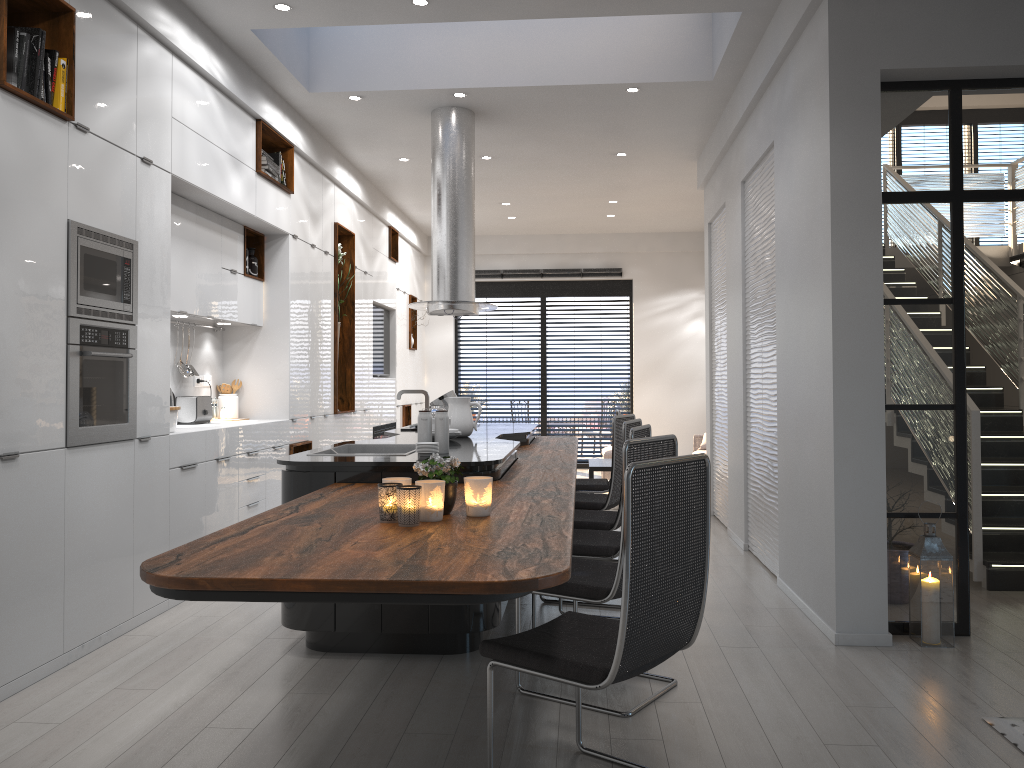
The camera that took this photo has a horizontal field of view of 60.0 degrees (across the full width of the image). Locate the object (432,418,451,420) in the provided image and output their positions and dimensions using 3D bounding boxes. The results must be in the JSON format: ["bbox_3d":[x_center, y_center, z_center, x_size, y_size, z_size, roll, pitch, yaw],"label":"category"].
[{"bbox_3d":[-0.440,0.237,5.404,0.138,0.051,0.138,0,0,-15],"label":"object"}]

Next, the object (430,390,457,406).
[{"bbox_3d":[-0.523,0.153,6.901,0.249,0.212,0.256,-1,-1,40],"label":"object"}]

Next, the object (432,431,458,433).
[{"bbox_3d":[-0.440,0.295,5.402,0.229,0.016,0.229,0,0,1],"label":"object"}]

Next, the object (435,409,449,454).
[{"bbox_3d":[-0.343,0.230,4.340,0.071,0.219,0.071,-1,-2,30],"label":"object"}]

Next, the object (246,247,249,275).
[{"bbox_3d":[-2.028,-0.947,6.607,0.124,0.275,0.124,0,-1,-7],"label":"object"}]

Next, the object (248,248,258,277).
[{"bbox_3d":[-2.013,-0.926,6.800,0.123,0.231,0.123,0,-1,6],"label":"object"}]

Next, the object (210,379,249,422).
[{"bbox_3d":[-2.149,0.120,6.700,0.221,0.316,0.330,0,-1,4],"label":"object"}]

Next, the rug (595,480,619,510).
[{"bbox_3d":[1.211,1.202,9.802,1.623,0.020,2.519,0,0,4],"label":"rug"}]

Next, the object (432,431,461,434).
[{"bbox_3d":[-0.439,0.310,5.402,0.264,0.033,0.264,0,0,41],"label":"object"}]

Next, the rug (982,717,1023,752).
[{"bbox_3d":[2.783,1.201,2.368,2.276,0.020,1.584,0,0,4],"label":"rug"}]

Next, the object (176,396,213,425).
[{"bbox_3d":[-2.201,0.180,6.153,0.177,0.195,0.260,0,0,5],"label":"object"}]

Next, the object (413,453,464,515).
[{"bbox_3d":[-0.242,0.330,2.956,0.151,0.206,0.157,-1,-1,22],"label":"object"}]

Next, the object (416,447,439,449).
[{"bbox_3d":[-0.399,0.309,4.188,0.111,0.023,0.111,0,0,17],"label":"object"}]

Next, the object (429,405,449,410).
[{"bbox_3d":[-0.515,0.240,6.901,0.253,0.147,0.266,0,0,-43],"label":"object"}]

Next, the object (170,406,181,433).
[{"bbox_3d":[-2.090,0.205,5.034,0.380,0.148,0.263,0,0,4],"label":"object"}]

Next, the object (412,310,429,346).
[{"bbox_3d":[-1.331,-0.785,11.799,0.480,0.627,0.315,0,-1,-4],"label":"object"}]

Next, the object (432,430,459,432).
[{"bbox_3d":[-0.440,0.290,5.402,0.229,0.016,0.229,0,0,1],"label":"object"}]

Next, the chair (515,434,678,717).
[{"bbox_3d":[0.333,0.715,3.589,0.536,1.019,0.470,-1,-1,34],"label":"chair"}]

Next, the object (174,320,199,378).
[{"bbox_3d":[-2.262,-0.235,6.143,0.069,0.389,0.320,0,-1,6],"label":"object"}]

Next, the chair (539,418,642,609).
[{"bbox_3d":[0.446,0.713,5.122,0.536,1.019,0.470,-1,-1,19],"label":"chair"}]

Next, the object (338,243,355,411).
[{"bbox_3d":[-1.673,-0.549,8.389,0.322,1.615,0.323,-1,-2,30],"label":"object"}]

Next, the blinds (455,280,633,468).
[{"bbox_3d":[0.465,-0.146,12.962,2.584,2.722,0.358,0,-1,4],"label":"blinds"}]

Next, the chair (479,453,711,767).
[{"bbox_3d":[0.249,0.717,2.655,0.536,1.019,0.470,-1,-1,39],"label":"chair"}]

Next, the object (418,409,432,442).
[{"bbox_3d":[-0.426,0.231,4.337,0.071,0.219,0.071,1,-2,-31],"label":"object"}]

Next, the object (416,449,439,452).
[{"bbox_3d":[-0.399,0.322,4.188,0.111,0.023,0.111,0,0,17],"label":"object"}]

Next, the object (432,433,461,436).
[{"bbox_3d":[-0.439,0.317,5.402,0.264,0.033,0.264,0,0,41],"label":"object"}]

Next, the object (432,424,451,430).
[{"bbox_3d":[-0.440,0.266,5.403,0.138,0.051,0.138,0,0,-15],"label":"object"}]

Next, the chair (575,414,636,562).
[{"bbox_3d":[0.507,0.712,5.933,0.536,1.019,0.470,-1,-1,24],"label":"chair"}]

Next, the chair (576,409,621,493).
[{"bbox_3d":[0.571,0.711,6.894,0.536,1.019,0.470,0,-1,4],"label":"chair"}]

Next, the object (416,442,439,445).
[{"bbox_3d":[-0.399,0.290,4.189,0.111,0.023,0.111,0,0,17],"label":"object"}]

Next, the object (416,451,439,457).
[{"bbox_3d":[-0.399,0.328,4.188,0.111,0.023,0.111,0,0,17],"label":"object"}]

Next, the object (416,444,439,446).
[{"bbox_3d":[-0.399,0.296,4.189,0.111,0.023,0.111,0,0,17],"label":"object"}]

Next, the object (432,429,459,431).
[{"bbox_3d":[-0.440,0.285,5.402,0.229,0.016,0.229,0,0,1],"label":"object"}]

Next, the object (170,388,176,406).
[{"bbox_3d":[-2.198,0.144,5.581,0.220,0.270,0.179,1,-1,-43],"label":"object"}]

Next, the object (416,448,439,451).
[{"bbox_3d":[-0.399,0.316,4.188,0.111,0.023,0.111,0,0,17],"label":"object"}]

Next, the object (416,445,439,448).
[{"bbox_3d":[-0.399,0.303,4.188,0.111,0.023,0.111,0,0,17],"label":"object"}]

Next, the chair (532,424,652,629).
[{"bbox_3d":[0.389,0.714,4.405,0.536,1.019,0.470,-1,-1,19],"label":"chair"}]
